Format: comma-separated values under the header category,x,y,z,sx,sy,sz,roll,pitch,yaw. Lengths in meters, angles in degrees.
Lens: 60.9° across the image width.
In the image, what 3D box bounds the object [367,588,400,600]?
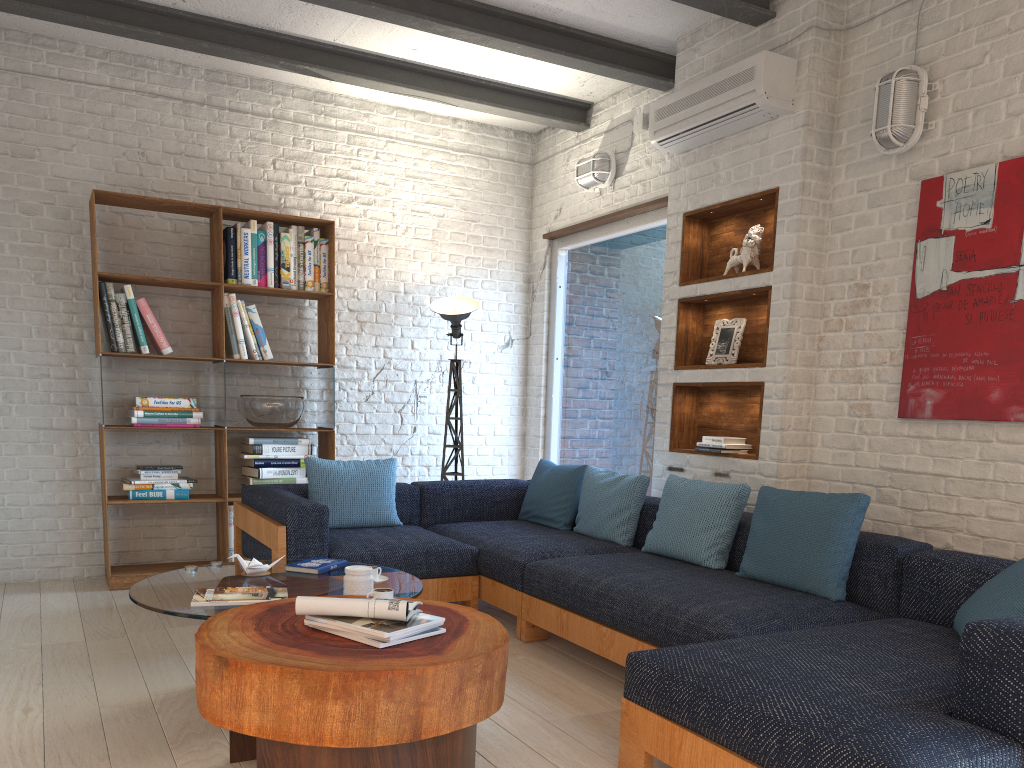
category,x,y,z,sx,sy,sz,roll,pitch,yaw
object,-0.433,0.705,2.880,0.146,0.056,0.173,2,0,-39

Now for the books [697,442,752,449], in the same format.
category,x,y,z,sx,sy,sz,roll,pitch,yaw
books,1.094,0.317,4.496,0.171,0.019,0.233,2,-2,-27

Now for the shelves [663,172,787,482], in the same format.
category,x,y,z,sx,sy,sz,roll,pitch,yaw
shelves,1.128,-0.238,4.448,0.191,1.453,0.755,-3,8,-29

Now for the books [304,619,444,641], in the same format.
category,x,y,z,sx,sy,sz,roll,pitch,yaw
books,-0.402,0.695,2.557,0.316,0.011,0.251,1,-2,31

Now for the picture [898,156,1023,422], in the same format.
category,x,y,z,sx,sy,sz,roll,pitch,yaw
picture,1.824,-0.342,3.281,0.019,0.977,0.732,-3,7,-29

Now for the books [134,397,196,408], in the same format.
category,x,y,z,sx,sy,sz,roll,pitch,yaw
books,-2.049,0.109,5.143,0.326,0.056,0.252,2,-1,-26

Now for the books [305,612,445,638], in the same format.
category,x,y,z,sx,sy,sz,roll,pitch,yaw
books,-0.399,0.684,2.547,0.316,0.011,0.251,1,-2,36

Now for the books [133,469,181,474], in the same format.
category,x,y,z,sx,sy,sz,roll,pitch,yaw
books,-2.119,0.520,5.201,0.236,0.019,0.169,3,-2,-35

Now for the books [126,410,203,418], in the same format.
category,x,y,z,sx,sy,sz,roll,pitch,yaw
books,-2.048,0.176,5.136,0.379,0.037,0.241,3,-2,-35

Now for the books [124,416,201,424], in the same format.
category,x,y,z,sx,sy,sz,roll,pitch,yaw
books,-2.062,0.213,5.142,0.379,0.037,0.241,3,-2,-33

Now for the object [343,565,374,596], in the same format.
category,x,y,z,sx,sy,sz,roll,pitch,yaw
object,-0.555,0.717,3.153,0.108,0.110,0.106,1,4,-13

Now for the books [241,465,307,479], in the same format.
category,x,y,z,sx,sy,sz,roll,pitch,yaw
books,-1.479,0.551,5.505,0.379,0.065,0.242,3,-1,-42

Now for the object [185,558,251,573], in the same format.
category,x,y,z,sx,sy,sz,roll,pitch,yaw
object,-1.220,0.748,3.614,0.067,0.027,0.300,2,-1,39

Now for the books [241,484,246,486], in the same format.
category,x,y,z,sx,sy,sz,roll,pitch,yaw
books,-1.490,0.671,5.517,0.379,0.065,0.241,3,-1,-34

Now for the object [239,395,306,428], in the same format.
category,x,y,z,sx,sy,sz,roll,pitch,yaw
object,-1.501,0.175,5.461,0.402,0.205,0.396,2,1,13

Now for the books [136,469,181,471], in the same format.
category,x,y,z,sx,sy,sz,roll,pitch,yaw
books,-2.110,0.507,5.196,0.242,0.008,0.154,3,-2,-28

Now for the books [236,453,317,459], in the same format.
category,x,y,z,sx,sy,sz,roll,pitch,yaw
books,-1.485,0.451,5.486,0.444,0.021,0.269,3,-2,-28

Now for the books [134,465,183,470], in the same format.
category,x,y,z,sx,sy,sz,roll,pitch,yaw
books,-2.101,0.494,5.183,0.252,0.017,0.160,3,-2,-28

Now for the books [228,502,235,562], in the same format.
category,x,y,z,sx,sy,sz,roll,pitch,yaw
books,-1.749,0.932,5.452,0.036,0.390,0.240,-3,8,-29

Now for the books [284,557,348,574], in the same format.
category,x,y,z,sx,sy,sz,roll,pitch,yaw
books,-0.823,0.765,3.673,0.162,0.023,0.229,1,-1,20

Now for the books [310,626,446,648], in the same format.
category,x,y,z,sx,sy,sz,roll,pitch,yaw
books,-0.397,0.717,2.566,0.316,0.011,0.251,1,-2,41

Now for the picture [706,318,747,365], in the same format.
category,x,y,z,sx,sy,sz,roll,pitch,yaw
picture,1.112,-0.216,4.500,0.102,0.249,0.191,-4,7,-38

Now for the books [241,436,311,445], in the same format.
category,x,y,z,sx,sy,sz,roll,pitch,yaw
books,-1.486,0.356,5.485,0.379,0.037,0.241,3,-1,-28

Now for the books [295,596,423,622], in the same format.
category,x,y,z,sx,sy,sz,roll,pitch,yaw
books,-0.447,0.671,2.608,0.322,0.111,0.269,2,0,4

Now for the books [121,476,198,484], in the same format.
category,x,y,z,sx,sy,sz,roll,pitch,yaw
books,-2.100,0.573,5.186,0.379,0.018,0.241,3,-2,-36

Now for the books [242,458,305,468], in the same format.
category,x,y,z,sx,sy,sz,roll,pitch,yaw
books,-1.495,0.488,5.473,0.326,0.056,0.252,3,-1,-34

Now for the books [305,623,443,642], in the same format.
category,x,y,z,sx,sy,sz,roll,pitch,yaw
books,-0.406,0.706,2.577,0.316,0.011,0.251,1,-2,31

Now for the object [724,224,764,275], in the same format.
category,x,y,z,sx,sy,sz,roll,pitch,yaw
object,1.159,-0.659,4.340,0.112,0.247,0.212,-1,5,-21

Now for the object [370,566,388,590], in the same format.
category,x,y,z,sx,sy,sz,roll,pitch,yaw
object,-0.528,0.751,3.381,0.154,0.058,0.267,2,-1,-36

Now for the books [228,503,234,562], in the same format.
category,x,y,z,sx,sy,sz,roll,pitch,yaw
books,-1.773,0.931,5.421,0.036,0.390,0.240,-3,8,-29

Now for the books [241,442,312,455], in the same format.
category,x,y,z,sx,sy,sz,roll,pitch,yaw
books,-1.485,0.408,5.499,0.379,0.065,0.241,3,-1,-34

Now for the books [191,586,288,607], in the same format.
category,x,y,z,sx,sy,sz,roll,pitch,yaw
books,-0.961,0.752,3.095,0.318,0.011,0.249,2,-2,-16

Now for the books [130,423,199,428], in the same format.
category,x,y,z,sx,sy,sz,roll,pitch,yaw
books,-2.058,0.242,5.157,0.355,0.021,0.269,3,-2,-28

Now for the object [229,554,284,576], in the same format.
category,x,y,z,sx,sy,sz,roll,pitch,yaw
object,-1.028,0.720,3.516,0.186,0.092,0.191,2,1,-3

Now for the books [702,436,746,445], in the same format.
category,x,y,z,sx,sy,sz,roll,pitch,yaw
books,1.093,0.291,4.498,0.132,0.034,0.203,2,-1,-18

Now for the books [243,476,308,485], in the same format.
category,x,y,z,sx,sy,sz,roll,pitch,yaw
books,-1.498,0.611,5.523,0.362,0.056,0.279,2,-1,-26

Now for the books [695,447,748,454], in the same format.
category,x,y,z,sx,sy,sz,roll,pitch,yaw
books,1.081,0.344,4.507,0.162,0.017,0.249,2,-1,-18

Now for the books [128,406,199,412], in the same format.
category,x,y,z,sx,sy,sz,roll,pitch,yaw
books,-2.059,0.148,5.147,0.355,0.021,0.269,3,-2,-30
